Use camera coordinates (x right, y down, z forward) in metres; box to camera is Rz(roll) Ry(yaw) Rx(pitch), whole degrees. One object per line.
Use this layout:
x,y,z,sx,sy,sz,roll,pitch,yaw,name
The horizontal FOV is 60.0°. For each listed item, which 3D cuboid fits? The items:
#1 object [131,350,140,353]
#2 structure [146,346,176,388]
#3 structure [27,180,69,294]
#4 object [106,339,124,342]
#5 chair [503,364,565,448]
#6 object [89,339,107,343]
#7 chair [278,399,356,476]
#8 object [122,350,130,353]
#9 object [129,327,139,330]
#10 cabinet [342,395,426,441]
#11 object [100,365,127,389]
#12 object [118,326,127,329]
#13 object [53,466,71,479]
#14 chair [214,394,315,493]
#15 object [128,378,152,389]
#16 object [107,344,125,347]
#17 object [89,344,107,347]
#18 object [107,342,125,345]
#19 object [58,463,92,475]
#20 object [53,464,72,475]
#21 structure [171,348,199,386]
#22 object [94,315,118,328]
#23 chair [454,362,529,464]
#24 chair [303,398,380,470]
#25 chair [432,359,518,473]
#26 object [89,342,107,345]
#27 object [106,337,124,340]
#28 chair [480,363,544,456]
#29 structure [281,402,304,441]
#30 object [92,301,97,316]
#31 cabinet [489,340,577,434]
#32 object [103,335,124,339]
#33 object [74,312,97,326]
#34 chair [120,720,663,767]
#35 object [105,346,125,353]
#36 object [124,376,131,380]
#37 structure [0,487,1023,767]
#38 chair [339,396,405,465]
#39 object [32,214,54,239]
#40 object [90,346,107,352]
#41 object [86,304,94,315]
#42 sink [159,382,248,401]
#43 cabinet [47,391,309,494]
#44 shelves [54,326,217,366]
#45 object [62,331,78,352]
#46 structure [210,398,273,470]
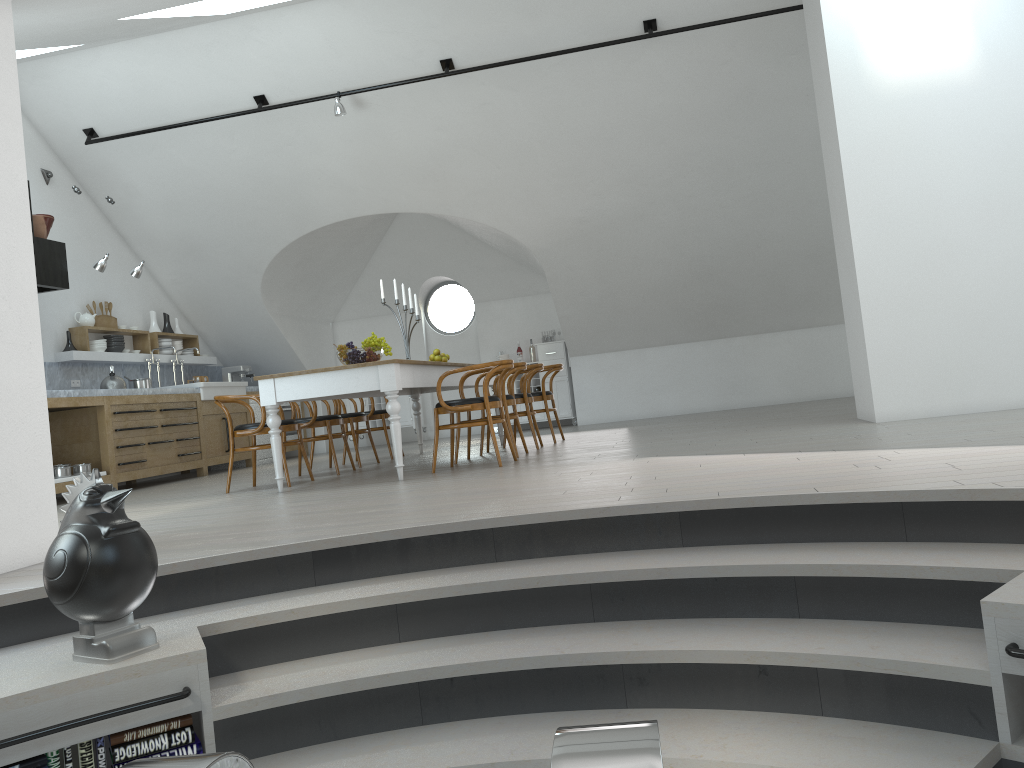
-4.257,-0.353,10.035,0.098,0.049,0.098,-7,-1,9,object
-3.959,-0.151,10.088,0.333,0.530,0.213,-6,-2,-8,structure
-4.505,-0.820,7.701,0.780,1.887,1.075,-7,-2,11,structure
-4.325,-0.438,9.642,0.205,0.072,0.205,-6,-1,-1,object
0.222,0.205,8.448,0.621,0.736,0.527,-7,-2,14,chair
-4.380,-0.431,9.365,0.181,0.076,0.180,-5,-2,-41,object
-1.701,0.407,7.403,0.621,0.736,0.527,-7,-2,8,chair
-4.295,-0.352,9.846,0.098,0.049,0.098,-7,-1,9,object
-4.286,-0.620,10.054,0.098,0.049,0.098,-7,-1,9,object
-1.834,0.359,12.505,1.134,0.790,0.496,-7,-2,11,cabinet
-3.948,-0.052,8.764,0.246,0.268,0.246,-7,-2,21,object
-4.329,-0.618,9.844,0.098,0.049,0.098,-7,-1,9,object
-3.897,0.755,7.559,0.261,0.113,0.153,-7,-2,1,object
-1.904,0.419,6.705,0.621,0.736,0.527,-7,-2,11,chair
-3.851,0.010,9.232,0.232,0.170,0.394,-6,-1,-9,object
-4.320,-0.389,9.637,0.205,0.086,0.205,-5,-2,-41,object
-4.375,-0.379,9.358,0.181,0.065,0.181,-6,-2,-41,object
-4.317,-0.417,9.640,0.205,0.086,0.205,-6,-1,-36,object
-3.857,0.756,7.860,0.260,0.113,0.153,-7,-2,11,object
-4.080,0.775,7.953,0.308,0.134,0.182,-7,-2,36,object
-3.863,-0.154,10.567,0.333,0.530,0.213,-6,-2,-8,structure
-4.403,-0.666,9.579,0.084,0.158,0.353,-7,-1,11,object
-0.148,0.224,7.043,0.621,0.736,0.527,-7,-2,11,chair
-1.615,0.409,8.128,0.621,0.736,0.527,-7,-2,14,chair
-0.252,0.224,6.323,0.621,0.736,0.527,-7,-2,15,chair
-4.377,-0.402,9.362,0.181,0.069,0.181,-7,-1,29,object
-4.330,-0.463,9.647,0.205,0.084,0.205,-7,-2,39,object
0.012,0.217,7.753,0.621,0.736,0.527,-7,-2,6,chair
-3.210,0.516,11.851,0.630,0.637,0.632,-7,-2,11,structure
-4.446,-0.743,9.468,0.027,0.299,0.055,-7,-3,11,object
0.268,0.047,12.280,1.241,1.155,0.609,-7,-2,11,cabinet
-4.336,-0.490,9.647,0.205,0.080,0.205,-7,-1,14,object
-4.457,-0.670,9.274,0.174,0.169,0.167,-6,-2,-5,object
-0.181,0.841,1.111,0.823,0.720,0.740,-7,-2,6,chair
-4.316,-0.363,9.636,0.205,0.072,0.205,-6,-1,-1,object
-3.902,-0.011,9.162,0.235,0.167,0.051,-7,-2,6,object
-0.092,0.838,1.201,4.715,0.694,4.698,-6,-1,-34,structure
-1.462,0.403,8.835,0.621,0.736,0.527,-7,-2,8,chair
-4.348,-1.393,8.045,0.365,0.237,0.348,-7,-2,29,object
-4.372,-0.356,9.358,0.181,0.064,0.181,-7,-1,34,object
-4.449,-0.726,9.431,0.016,0.259,0.199,-8,-2,22,object
-3.610,0.116,10.223,0.726,0.202,1.020,-7,-1,11,sink
-3.917,0.663,9.124,1.003,1.023,6.426,-7,-1,11,cabinet
-4.425,-0.919,8.820,0.480,1.363,5.546,-7,-1,6,shelves
-4.480,-0.430,8.971,0.156,0.219,0.156,-6,-2,-7,object
-3.353,0.616,11.107,0.598,0.824,0.724,-7,-2,11,structure
